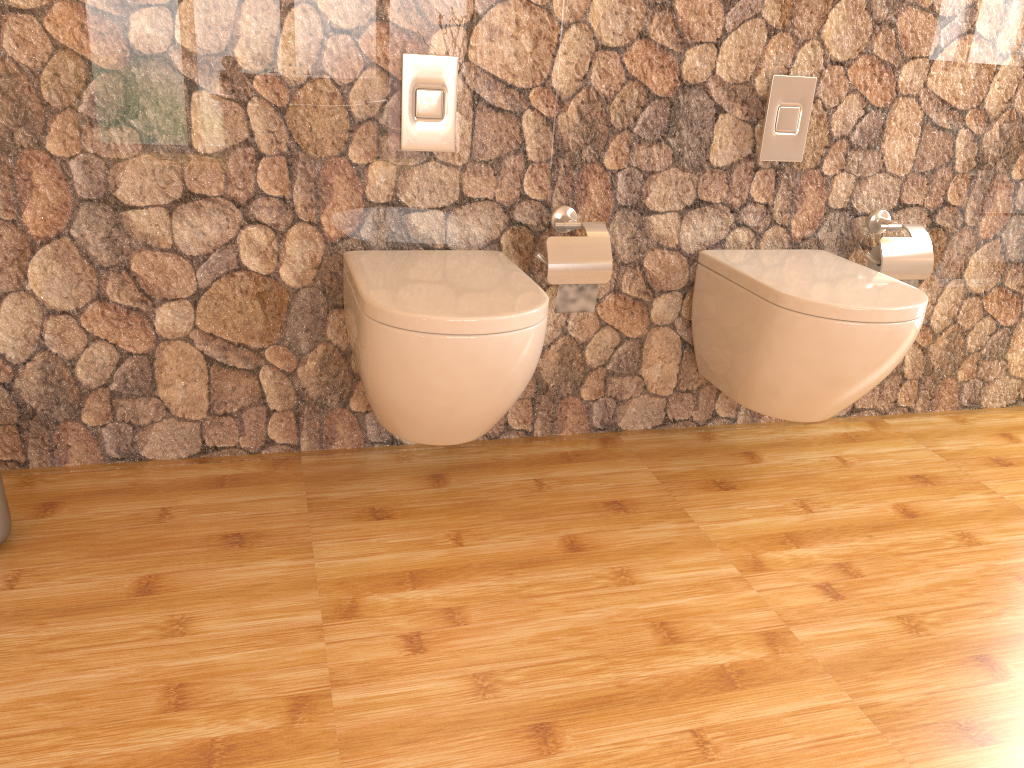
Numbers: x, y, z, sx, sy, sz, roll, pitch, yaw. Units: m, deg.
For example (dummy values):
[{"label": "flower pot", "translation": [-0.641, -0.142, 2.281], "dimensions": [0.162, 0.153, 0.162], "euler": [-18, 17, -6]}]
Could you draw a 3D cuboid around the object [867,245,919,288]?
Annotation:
[{"label": "object", "translation": [0.985, -0.284, 2.296], "dimensions": [0.098, 0.151, 0.090], "euler": [-3, 23, -16]}]

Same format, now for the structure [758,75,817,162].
[{"label": "structure", "translation": [0.668, -0.643, 2.154], "dimensions": [0.120, 0.200, 0.010], "euler": [-3, 23, -16]}]

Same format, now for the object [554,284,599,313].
[{"label": "object", "translation": [0.141, -0.246, 2.056], "dimensions": [0.098, 0.151, 0.090], "euler": [-3, 23, -16]}]

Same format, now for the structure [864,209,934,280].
[{"label": "structure", "translation": [0.977, -0.360, 2.288], "dimensions": [0.170, 0.151, 0.154], "euler": [-3, 23, -16]}]

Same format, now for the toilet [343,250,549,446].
[{"label": "toilet", "translation": [-0.144, -0.057, 1.875], "dimensions": [0.371, 0.337, 0.507], "euler": [-3, 23, -16]}]

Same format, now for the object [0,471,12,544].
[{"label": "object", "translation": [-1.113, -0.120, 1.278], "dimensions": [0.277, 1.123, 0.658], "euler": [6, 22, 5]}]

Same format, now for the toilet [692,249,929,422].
[{"label": "toilet", "translation": [0.703, -0.095, 2.115], "dimensions": [0.371, 0.337, 0.507], "euler": [-3, 23, -16]}]

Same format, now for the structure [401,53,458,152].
[{"label": "structure", "translation": [-0.179, -0.605, 1.914], "dimensions": [0.120, 0.200, 0.010], "euler": [-3, 23, -16]}]

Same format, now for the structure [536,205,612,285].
[{"label": "structure", "translation": [0.133, -0.322, 2.048], "dimensions": [0.170, 0.151, 0.154], "euler": [-3, 23, -16]}]
